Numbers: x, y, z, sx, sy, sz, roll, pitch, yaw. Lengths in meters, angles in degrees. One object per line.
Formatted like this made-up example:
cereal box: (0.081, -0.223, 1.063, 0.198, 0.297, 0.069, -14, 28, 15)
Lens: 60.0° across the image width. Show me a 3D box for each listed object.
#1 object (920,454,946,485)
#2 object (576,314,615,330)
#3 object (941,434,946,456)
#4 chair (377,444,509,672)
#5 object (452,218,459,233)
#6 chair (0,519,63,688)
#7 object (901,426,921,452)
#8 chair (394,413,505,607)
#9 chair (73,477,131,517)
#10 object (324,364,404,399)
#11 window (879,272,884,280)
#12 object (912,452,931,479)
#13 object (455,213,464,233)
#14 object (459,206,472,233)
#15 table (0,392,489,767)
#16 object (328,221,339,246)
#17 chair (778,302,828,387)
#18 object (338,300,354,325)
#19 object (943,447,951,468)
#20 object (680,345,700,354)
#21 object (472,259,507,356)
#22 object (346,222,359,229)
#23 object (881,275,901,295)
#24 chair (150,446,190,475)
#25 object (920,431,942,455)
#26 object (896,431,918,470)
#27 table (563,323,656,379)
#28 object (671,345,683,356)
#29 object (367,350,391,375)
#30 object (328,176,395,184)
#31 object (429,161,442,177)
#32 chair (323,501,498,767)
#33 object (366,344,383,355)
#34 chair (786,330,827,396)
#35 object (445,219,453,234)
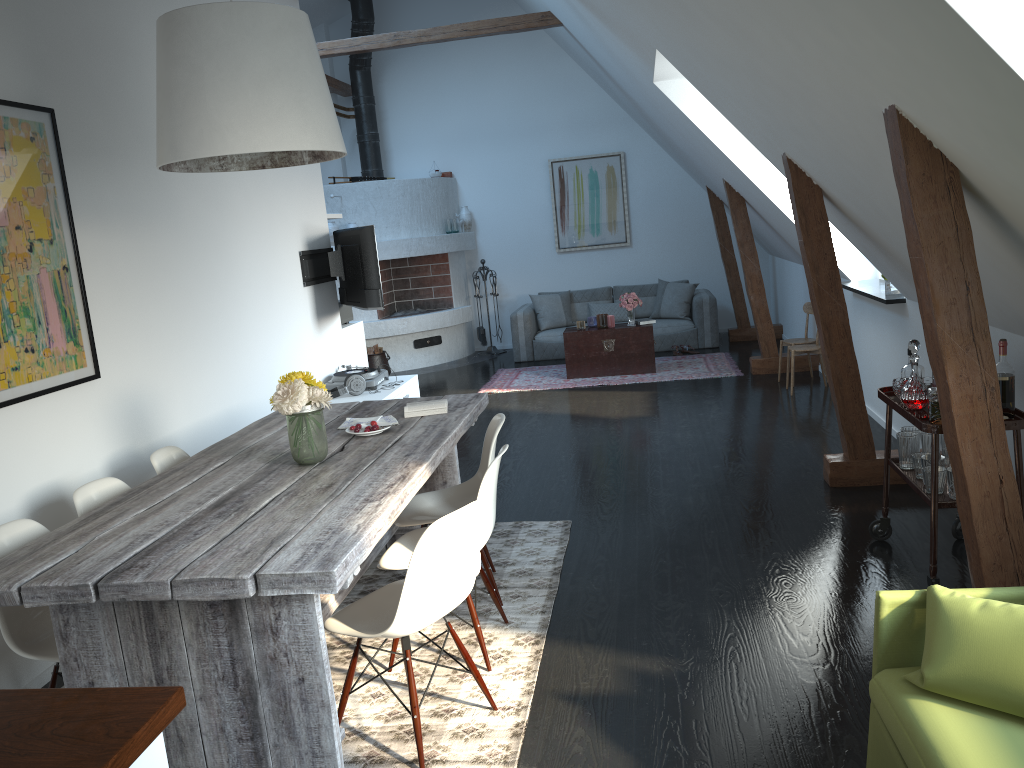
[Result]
object: (1.738, 0.358, 3.659, 0.095, 0.119, 0.095, -11, 11, -28)
object: (0.891, -0.661, 9.308, 0.413, 0.138, 0.215, -2, 11, 20)
object: (1.957, 0.264, 3.964, 0.087, 0.155, 0.087, -9, 11, -18)
chair: (-0.246, 0.652, 3.456, 0.542, 0.801, 0.465, -4, 10, 10)
object: (-0.727, -2.015, 11.309, 0.092, 0.180, 0.092, 1, 12, 32)
chair: (-1.419, 0.851, 2.991, 0.542, 0.801, 0.465, -4, 10, 10)
object: (1.798, 0.275, 3.992, 0.087, 0.155, 0.087, -9, 11, -18)
chair: (-0.261, 0.561, 3.976, 0.542, 0.801, 0.465, -6, 10, -5)
chair: (-1.351, 0.762, 3.451, 0.542, 0.801, 0.465, -3, 10, 15)
object: (-1.143, -0.042, 6.787, 0.558, 0.162, 0.742, -5, 10, 6)
window: (-0.607, -2.215, 4.457, 5.959, 4.249, 8.018, -4, 10, 9)
object: (1.749, 0.348, 3.767, 0.092, 0.099, 0.092, -8, 10, -13)
object: (-0.669, -2.082, 11.436, 0.081, 0.258, 0.150, 4, 14, 42)
object: (-0.605, -2.140, 11.602, 0.165, 0.368, 0.165, -9, 11, -18)
table: (-0.818, 0.686, 3.623, 1.141, 0.788, 2.421, -4, 10, 9)
object: (-2.138, -1.765, 10.503, 0.203, 0.314, 0.203, -7, 10, -7)
chair: (2.567, -0.357, 7.862, 0.342, 0.696, 0.329, -7, 10, -8)
object: (-1.645, -0.585, 7.588, 0.435, 0.211, 0.496, -4, 10, 9)
object: (1.903, 0.325, 3.812, 0.092, 0.099, 0.092, -8, 10, -13)
object: (2.038, -0.402, 10.140, 0.101, 0.090, 0.277, -12, 12, -34)
object: (-0.319, -1.008, 11.585, 0.376, 1.245, 0.376, -8, 10, -11)
object: (-1.875, -1.770, 10.498, 0.158, 0.274, 0.158, -15, 13, -41)
object: (2.399, -0.806, 5.700, 0.309, 0.461, 0.131, 0, 11, 27)
chair: (-1.264, 0.661, 3.970, 0.542, 0.801, 0.465, -5, 10, 5)
object: (1.847, 0.285, 3.908, 0.087, 0.155, 0.087, -9, 11, -18)
object: (1.743, 0.295, 3.911, 0.087, 0.155, 0.087, -9, 11, -18)
table: (1.029, -0.359, 9.308, 0.962, 0.492, 0.471, -4, 10, 9)
object: (1.879, -0.385, 10.132, 0.101, 0.090, 0.277, -6, 10, -2)
object: (-1.641, -0.220, 10.564, 0.384, 0.313, 0.384, 1, 12, 35)
object: (-1.805, -2.476, 10.681, 0.783, 0.094, 0.311, -7, 10, -5)
object: (-0.984, -2.740, 11.326, 0.066, 0.221, 0.231, 3, 13, 39)
chair: (-0.331, 0.761, 2.895, 0.542, 0.801, 0.465, 1, 12, 34)
object: (-1.664, -0.297, 10.534, 0.240, 0.370, 0.270, -4, 10, 9)
chair: (2.491, -0.280, 7.473, 0.342, 0.696, 0.329, -4, 10, 10)
object: (-0.794, -1.983, 11.165, 0.092, 0.180, 0.092, 2, 13, 36)
